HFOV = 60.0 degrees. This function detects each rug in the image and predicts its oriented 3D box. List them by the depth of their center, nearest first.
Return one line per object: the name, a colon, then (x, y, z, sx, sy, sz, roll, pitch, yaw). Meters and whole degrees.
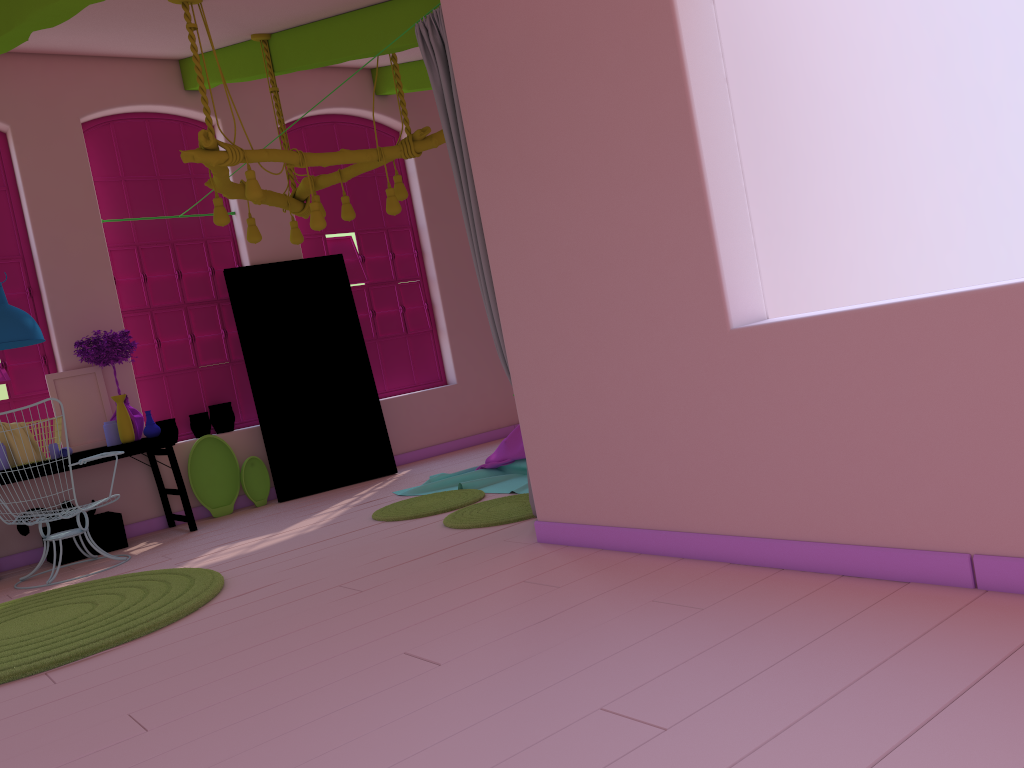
rug: (-2.503, 1.278, 4.674, 1.890, 0.050, 1.886, -8, 3, 40)
rug: (-0.031, 0.785, 5.550, 0.792, 0.021, 0.792, -11, 3, -10)
rug: (-0.591, 0.856, 6.297, 0.793, 0.021, 0.791, -9, 3, 35)

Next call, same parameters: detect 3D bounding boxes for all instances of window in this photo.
window: (-4.567, -0.669, 7.025, 1.495, 3.005, 0.493, -13, 4, -37)
window: (-3.070, -1.010, 8.172, 1.273, 3.049, 0.072, -13, 4, -37)
window: (-1.588, -1.331, 9.327, 1.512, 3.011, 0.214, -13, 4, -37)

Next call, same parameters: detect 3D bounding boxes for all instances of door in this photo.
door: (-1.893, -0.101, 8.382, 1.152, 2.212, 0.450, -12, 4, -27)

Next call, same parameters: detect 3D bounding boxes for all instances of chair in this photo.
chair: (-3.242, 0.744, 6.231, 1.078, 1.239, 0.924, -11, 3, -2)

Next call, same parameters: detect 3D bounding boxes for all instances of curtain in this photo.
curtain: (-0.009, -0.591, 4.752, 0.519, 2.787, 0.524, -8, 4, 34)

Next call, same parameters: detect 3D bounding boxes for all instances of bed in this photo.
bed: (1.133, 0.247, 7.221, 3.572, 0.514, 2.804, -13, 3, -37)

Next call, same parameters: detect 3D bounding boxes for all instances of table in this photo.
table: (-3.692, 1.009, 6.831, 2.190, 0.821, 0.655, -13, 4, -37)

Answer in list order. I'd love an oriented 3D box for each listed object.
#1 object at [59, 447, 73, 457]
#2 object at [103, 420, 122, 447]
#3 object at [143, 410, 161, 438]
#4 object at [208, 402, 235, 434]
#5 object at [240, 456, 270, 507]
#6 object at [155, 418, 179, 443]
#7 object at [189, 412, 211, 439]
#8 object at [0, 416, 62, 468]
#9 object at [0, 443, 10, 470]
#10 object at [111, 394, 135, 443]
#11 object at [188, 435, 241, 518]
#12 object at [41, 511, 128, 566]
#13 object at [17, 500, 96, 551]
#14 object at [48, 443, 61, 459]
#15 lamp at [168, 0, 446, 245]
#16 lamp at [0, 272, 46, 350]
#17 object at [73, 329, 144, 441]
object: (-3.451, 0.527, 6.859, 0.076, 0.076, 0.137, -12, 3, -17)
object: (-3.225, 0.398, 7.154, 0.109, 0.197, 0.109, -11, 3, 0)
object: (-2.939, 0.325, 7.208, 0.132, 0.219, 0.132, -12, 3, -20)
object: (-2.681, 0.315, 8.211, 0.223, 0.272, 0.223, -8, 4, 40)
object: (-2.353, 0.885, 8.043, 0.137, 0.463, 0.284, -8, 4, 38)
object: (-3.069, 0.427, 7.905, 0.182, 0.223, 0.182, -9, 3, 30)
object: (-2.837, 0.376, 8.084, 0.182, 0.223, 0.182, -9, 4, 35)
object: (-3.824, 0.449, 6.875, 0.632, 0.369, 0.444, -13, 3, -37)
object: (-3.818, 0.544, 6.601, 0.109, 0.197, 0.109, -8, 4, 45)
object: (-3.097, 0.279, 7.069, 0.116, 0.383, 0.115, -9, 4, 27)
object: (-2.678, 0.816, 7.898, 0.450, 0.734, 0.218, -13, 4, -37)
object: (-3.405, 1.221, 7.057, 0.521, 0.277, 0.446, -13, 3, -37)
object: (-3.555, 1.157, 6.991, 0.300, 0.448, 0.671, -9, 3, 29)
object: (-3.544, 0.520, 6.866, 0.065, 0.118, 0.065, -10, 3, 12)
lamp: (-1.642, -2.033, 5.762, 1.612, 2.266, 1.773, -9, 4, 35)
lamp: (-3.926, -1.260, 6.505, 0.528, 2.003, 0.528, -11, 3, -5)
object: (-3.266, 0.016, 7.300, 0.441, 0.951, 0.502, -10, 3, 13)
